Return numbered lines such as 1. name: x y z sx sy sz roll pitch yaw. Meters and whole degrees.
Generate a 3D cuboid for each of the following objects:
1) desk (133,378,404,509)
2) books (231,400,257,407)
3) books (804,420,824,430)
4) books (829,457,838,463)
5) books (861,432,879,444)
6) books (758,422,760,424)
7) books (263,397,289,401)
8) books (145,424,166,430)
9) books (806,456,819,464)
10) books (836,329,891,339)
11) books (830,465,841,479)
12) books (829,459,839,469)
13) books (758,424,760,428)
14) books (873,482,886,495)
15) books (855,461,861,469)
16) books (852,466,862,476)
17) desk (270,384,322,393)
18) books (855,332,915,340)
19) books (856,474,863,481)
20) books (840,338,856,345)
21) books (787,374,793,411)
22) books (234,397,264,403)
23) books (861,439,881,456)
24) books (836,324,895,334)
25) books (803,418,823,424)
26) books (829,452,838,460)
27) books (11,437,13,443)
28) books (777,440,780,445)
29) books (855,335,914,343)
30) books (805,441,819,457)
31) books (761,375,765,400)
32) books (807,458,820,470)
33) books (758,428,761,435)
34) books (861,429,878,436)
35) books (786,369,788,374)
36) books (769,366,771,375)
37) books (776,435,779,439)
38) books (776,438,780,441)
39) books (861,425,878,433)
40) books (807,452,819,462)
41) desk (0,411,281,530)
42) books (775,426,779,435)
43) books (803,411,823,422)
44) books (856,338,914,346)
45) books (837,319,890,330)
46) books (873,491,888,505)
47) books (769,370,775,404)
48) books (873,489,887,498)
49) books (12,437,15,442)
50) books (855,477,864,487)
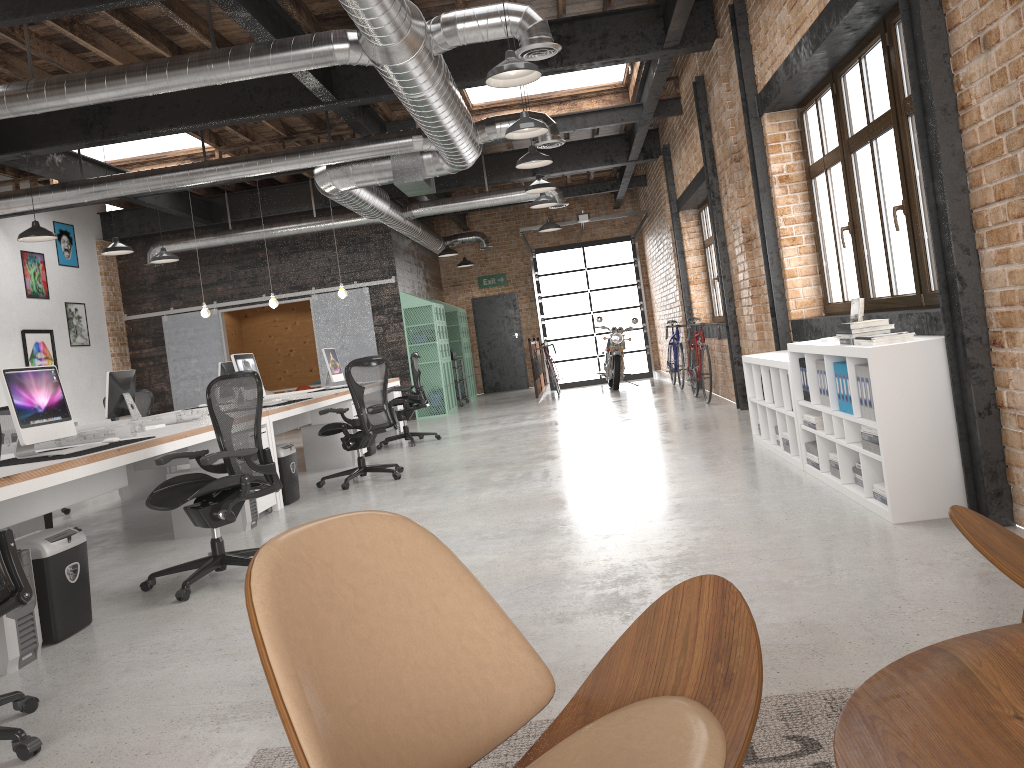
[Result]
1. desk: -2.794 0.591 9.474 2.311 0.769 5.117 -8 3 4
2. books: -2.567 0.193 8.534 0.200 0.050 0.272 -8 3 2
3. books: 1.879 0.224 5.288 0.206 0.061 0.274 -8 3 5
4. books: 1.894 0.401 4.885 0.219 0.039 0.260 -8 3 4
5. books: 1.793 0.233 4.176 0.206 0.067 0.275 -8 3 5
6. books: 2.039 0.287 6.863 0.219 0.039 0.260 -8 3 4
7. books: -2.497 0.163 9.296 0.243 0.019 0.206 -5 4 42
8. books: -2.672 0.321 6.414 0.199 0.024 0.236 -6 3 38
9. books: 1.914 0.434 5.327 0.219 0.034 0.260 -8 3 4
10. books: 1.780 -0.254 4.490 0.191 0.023 0.242 -8 3 2
11. books: 1.909 0.477 4.900 0.217 0.072 0.290 -8 3 4
12. books: 1.895 0.427 4.893 0.206 0.067 0.275 -8 3 5
13. books: 2.040 0.313 6.871 0.206 0.067 0.275 -8 3 5
14. books: 1.847 0.480 4.161 0.214 0.046 0.252 -8 3 4
15. books: 1.906 0.411 4.563 0.198 0.054 0.240 -8 3 5
16. books: 1.916 0.441 4.587 0.222 0.055 0.282 -8 3 5
17. desk: -3.566 0.368 16.734 1.998 0.731 0.999 -8 2 5
18. books: 1.771 -0.229 4.210 0.202 0.012 0.251 -7 3 6
19. books: 1.895 0.473 4.576 0.163 0.047 0.239 -8 3 5
20. books: 1.790 -0.227 4.481 0.191 0.032 0.259 -7 3 6
21. books: 1.903 0.055 5.763 0.182 0.262 0.057 -8 0 9
22. books: -2.550 0.142 8.547 0.192 0.044 0.258 -7 3 22
23. books: 1.807 0.282 4.183 0.217 0.072 0.290 -8 3 4
24. books: 1.785 -0.277 4.481 0.211 0.023 0.259 -8 3 4
25. books: 1.878 0.198 5.280 0.219 0.034 0.260 -8 3 4
26. books: 1.891 0.384 4.881 0.214 0.052 0.252 -8 3 4
27. books: -6.267 0.804 10.906 0.232 0.261 0.062 -8 0 4
28. books: 2.003 0.404 6.252 0.206 0.061 0.274 -8 3 5
29. books: 1.767 -0.216 4.213 0.187 0.014 0.248 -8 3 2
30. books: 1.911 0.379 5.341 0.217 0.078 0.291 -8 3 4
31. books: 2.025 -0.053 6.716 0.271 0.354 0.063 -8 0 9
32. books: 1.915 0.459 5.335 0.206 0.061 0.274 -8 3 5
33. books: 2.053 0.363 6.878 0.217 0.072 0.290 -8 3 4
34. books: 1.792 0.207 4.168 0.219 0.039 0.260 -8 3 4
35. books: 1.948 0.026 5.795 0.258 0.305 0.040 -8 0 9
36. books: 1.989 -0.030 6.333 0.258 0.355 0.049 -8 0 9
37. books: 1.998 0.360 6.239 0.214 0.046 0.252 -8 3 4
38. books: 2.002 0.378 6.243 0.219 0.034 0.260 -8 3 4
39. books: 1.788 0.189 4.164 0.214 0.052 0.252 -8 3 4
40. books: 1.911 0.416 5.322 0.214 0.046 0.252 -8 3 4
41. desk: -3.157 0.884 4.368 2.311 0.769 5.117 -8 3 4
42. books: 1.999 0.323 6.257 0.217 0.078 0.291 -8 3 4
43. books: 1.875 0.180 5.276 0.214 0.046 0.252 -8 3 4
44. books: 1.767 -0.202 4.208 0.187 0.014 0.253 -8 3 4
45. books: 1.779 -0.302 4.490 0.190 0.028 0.240 -7 3 6
46. books: 1.852 0.524 4.173 0.206 0.061 0.274 -8 3 5
47. books: 1.964 0.017 6.385 0.182 0.262 0.057 -8 0 9
48. books: 1.851 0.498 4.165 0.219 0.034 0.260 -8 3 4
49. books: -6.262 0.800 10.969 0.232 0.261 0.062 -8 0 4
50. books: 1.908 0.500 4.589 0.184 0.049 0.262 -8 3 5
